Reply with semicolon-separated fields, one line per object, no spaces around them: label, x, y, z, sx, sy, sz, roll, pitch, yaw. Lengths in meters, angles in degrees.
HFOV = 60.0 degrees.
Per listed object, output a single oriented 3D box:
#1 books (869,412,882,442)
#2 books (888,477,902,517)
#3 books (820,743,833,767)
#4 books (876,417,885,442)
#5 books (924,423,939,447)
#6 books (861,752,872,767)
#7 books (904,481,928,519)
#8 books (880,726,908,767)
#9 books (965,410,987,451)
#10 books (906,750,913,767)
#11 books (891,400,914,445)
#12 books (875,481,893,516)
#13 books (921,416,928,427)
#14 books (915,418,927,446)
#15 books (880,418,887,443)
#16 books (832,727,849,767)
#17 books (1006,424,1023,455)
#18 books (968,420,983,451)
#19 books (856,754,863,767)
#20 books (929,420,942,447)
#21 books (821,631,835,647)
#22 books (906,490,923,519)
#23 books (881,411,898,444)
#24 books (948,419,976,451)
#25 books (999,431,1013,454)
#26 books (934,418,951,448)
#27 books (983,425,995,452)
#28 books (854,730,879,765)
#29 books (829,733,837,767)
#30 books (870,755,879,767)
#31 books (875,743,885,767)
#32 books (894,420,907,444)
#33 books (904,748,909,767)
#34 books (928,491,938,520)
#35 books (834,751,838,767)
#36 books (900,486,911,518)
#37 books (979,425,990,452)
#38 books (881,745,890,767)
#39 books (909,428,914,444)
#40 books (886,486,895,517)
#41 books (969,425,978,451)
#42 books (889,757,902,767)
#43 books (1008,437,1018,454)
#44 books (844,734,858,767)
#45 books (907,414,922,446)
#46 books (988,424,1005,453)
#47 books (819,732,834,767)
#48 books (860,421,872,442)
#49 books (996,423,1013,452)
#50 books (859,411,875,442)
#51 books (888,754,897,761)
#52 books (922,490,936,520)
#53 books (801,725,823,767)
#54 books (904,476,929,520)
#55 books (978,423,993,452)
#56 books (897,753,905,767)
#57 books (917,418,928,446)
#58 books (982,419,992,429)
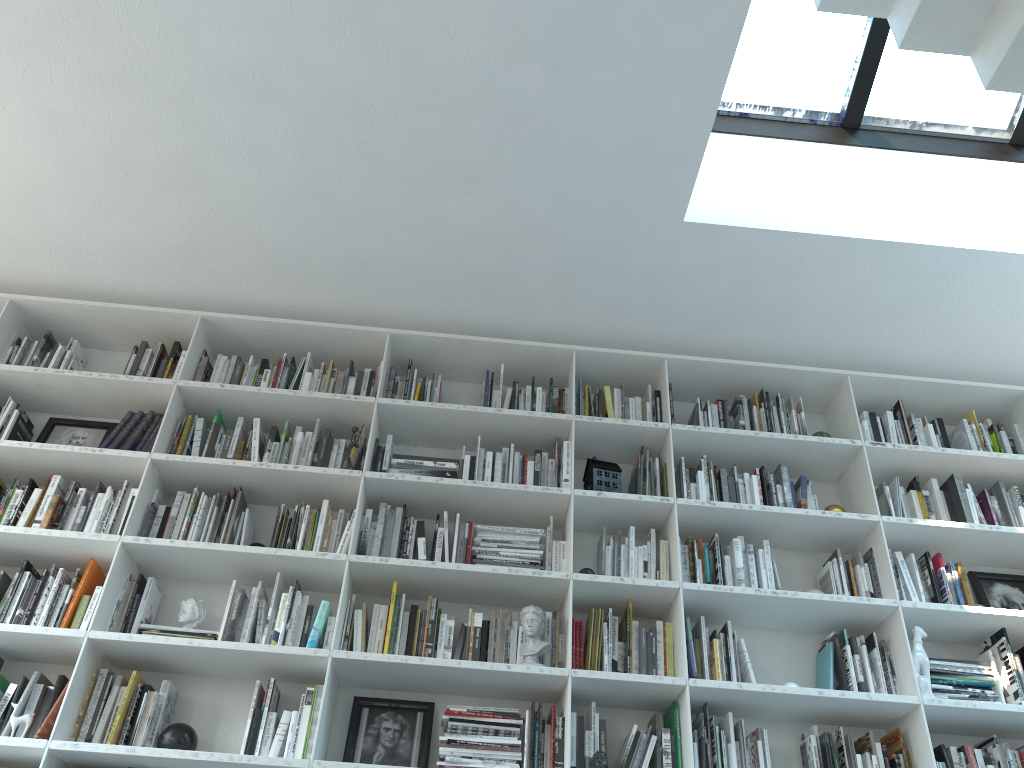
books;1.635;0.280;4.057;0.026;0.240;0.185;5;-37;-2
books;1.653;0.565;3.860;0.051;0.280;0.167;5;-37;-2
books;1.108;1.413;3.155;0.016;0.214;0.178;5;-37;-2
books;1.659;0.291;4.061;0.024;0.229;0.169;5;-37;-2
books;1.888;0.318;4.052;0.024;0.201;0.191;5;-37;-2
books;1.250;1.436;3.156;0.015;0.194;0.176;5;-37;-2
books;1.743;0.576;3.848;0.026;0.259;0.168;5;-37;-2
books;1.388;1.405;3.187;0.007;0.293;0.163;5;-37;-2
books;2.133;0.297;4.101;0.007;0.319;0.166;5;-37;-2
books;1.417;1.450;3.184;0.009;0.222;0.147;5;-37;-2
books;1.786;0.257;4.088;0.014;0.330;0.181;5;-37;-2
books;1.608;0.574;3.852;0.012;0.252;0.162;5;-37;-2
books;1.906;0.305;4.096;0.012;0.277;0.154;5;-37;-2
books;1.845;0.303;4.065;0.022;0.235;0.173;5;-37;-2
books;1.684;0.297;4.081;0.027;0.248;0.141;5;-37;-2
books;1.179;1.404;3.194;0.007;0.283;0.160;5;-37;-2
books;2.323;0.337;4.089;0.026;0.261;0.164;5;-37;-2
books;2.103;0.322;4.079;0.016;0.250;0.190;5;-37;-2
books;1.209;1.431;3.142;0.018;0.181;0.183;5;-37;-2
books;1.935;0.315;4.087;0.012;0.252;0.162;5;-37;-2
books;1.245;1.119;3.421;0.016;0.288;0.136;5;-37;-2
books;1.716;0.592;3.828;0.025;0.206;0.176;5;-37;-2
books;1.723;0.278;4.077;0.048;0.276;0.151;5;-37;-2
books;2.070;0.312;4.073;0.019;0.254;0.170;5;-37;-2
books;2.238;0.349;4.070;0.029;0.208;0.170;5;-37;-2
books;1.958;0.308;4.079;0.030;0.256;0.166;5;-37;-2
books;2.179;0.335;4.094;0.017;0.255;0.147;5;-37;-2
books;1.281;1.406;3.180;0.006;0.272;0.174;5;-37;-2
books;1.135;1.406;3.179;0.008;0.257;0.159;5;-37;-2
books;1.267;1.439;3.149;0.019;0.182;0.191;5;-37;-2
books;1.292;1.425;3.166;0.018;0.228;0.183;5;-37;-2
books;1.761;0.302;4.065;0.030;0.229;0.149;5;-37;-2
books;1.409;1.450;3.194;0.007;0.234;0.132;5;-37;-2
books;1.806;0.605;3.861;0.024;0.234;0.147;5;-37;-2
books;1.152;1.440;3.181;0.031;0.207;0.123;5;-37;-2
books;1.690;0.586;3.858;0.026;0.249;0.131;5;-37;-2
books;2.138;0.330;4.066;0.007;0.224;0.171;5;-37;-2
books;1.326;1.435;3.178;0.021;0.230;0.156;5;-37;-2
books;1.803;0.317;4.074;0.030;0.219;0.134;5;-37;-2
books;1.620;0.580;3.845;0.013;0.235;0.142;5;-37;-2
books;2.083;0.329;4.065;0.008;0.219;0.183;5;-37;-2
books;1.345;1.441;3.142;0.016;0.179;0.190;5;-37;-2
books;2.291;0.368;4.090;0.031;0.210;0.132;5;-37;-2
books;1.193;1.403;3.163;0.018;0.249;0.185;5;-37;-2
books;1.828;0.291;4.071;0.014;0.260;0.169;5;-37;-2
books;2.197;0.332;4.071;0.018;0.233;0.187;5;-37;-2
books;1.123;1.404;3.181;0.015;0.260;0.150;5;-37;-2
books;1.584;0.295;4.032;0.022;0.181;0.191;5;-37;-2
books;2.265;0.335;4.105;0.025;0.277;0.137;5;-37;-2
books;1.609;0.277;4.062;0.025;0.249;0.179;5;-37;-2
books;1.359;1.449;3.172;0.016;0.204;0.142;5;-37;-2
books;1.780;0.599;3.845;0.030;0.223;0.158;5;-37;-2
books;1.092;1.399;3.199;0.016;0.288;0.132;5;-37;-2
books;1.762;0.568;3.866;0.011;0.294;0.163;5;-37;-2
books;2.156;0.327;4.079;0.031;0.247;0.165;5;-37;-2
books;1.375;1.445;3.165;0.013;0.202;0.159;5;-37;-2
books;1.866;0.303;4.077;0.021;0.252;0.152;5;-37;-2
books;2.216;0.321;4.107;0.020;0.297;0.132;5;-37;-2
